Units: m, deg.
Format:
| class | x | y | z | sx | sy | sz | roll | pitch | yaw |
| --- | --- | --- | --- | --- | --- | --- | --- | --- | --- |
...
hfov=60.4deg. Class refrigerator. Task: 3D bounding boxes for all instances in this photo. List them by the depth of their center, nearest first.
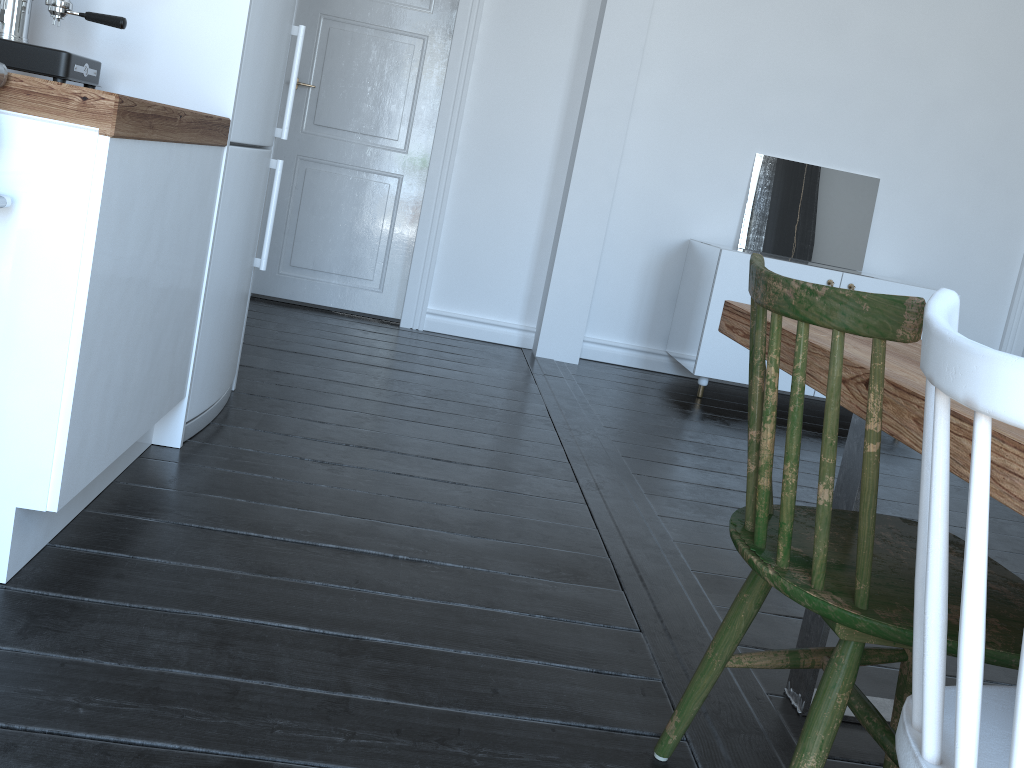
| class | x | y | z | sx | sy | sz | roll | pitch | yaw |
| --- | --- | --- | --- | --- | --- | --- | --- | --- | --- |
| refrigerator | -1.021 | -0.823 | 2.514 | 0.680 | 1.777 | 0.586 | 10 | 7 | -6 |

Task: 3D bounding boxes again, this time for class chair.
| class | x | y | z | sx | sy | sz | roll | pitch | yaw |
| --- | --- | --- | --- | --- | --- | --- | --- | --- | --- |
| chair | 0.527 | 0.388 | 0.735 | 0.508 | 0.830 | 0.475 | 10 | 8 | -6 |
| chair | 0.505 | 0.278 | 1.223 | 0.484 | 0.816 | 0.476 | 10 | 8 | -8 |

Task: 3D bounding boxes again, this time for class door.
| class | x | y | z | sx | sy | sz | roll | pitch | yaw |
| --- | --- | --- | --- | --- | --- | --- | --- | --- | --- |
| door | -0.742 | -1.568 | 4.462 | 1.039 | 2.441 | 0.118 | 10 | 7 | -6 |
| door | 3.418 | -0.851 | 4.884 | 1.167 | 2.441 | 0.118 | 10 | 7 | -6 |

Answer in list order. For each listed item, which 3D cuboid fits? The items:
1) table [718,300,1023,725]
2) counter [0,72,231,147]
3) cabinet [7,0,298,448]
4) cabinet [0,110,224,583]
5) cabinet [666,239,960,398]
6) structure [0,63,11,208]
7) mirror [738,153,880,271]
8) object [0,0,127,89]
| class | x | y | z | sx | sy | sz | roll | pitch | yaw |
| --- | --- | --- | --- | --- | --- | --- | --- | --- | --- |
| table | 0.922 | 0.541 | 0.686 | 1.015 | 0.704 | 2.274 | 10 | 12 | -7 |
| counter | -1.015 | -0.329 | 0.666 | 0.844 | 0.072 | 3.166 | 10 | 13 | -7 |
| cabinet | -1.004 | -0.746 | 0.946 | 0.779 | 2.332 | 3.865 | 11 | 11 | -3 |
| cabinet | -1.156 | 0.076 | 0.716 | 0.729 | 0.800 | 3.242 | 11 | 13 | 1 |
| cabinet | 1.482 | -0.242 | 4.466 | 1.198 | 0.725 | 0.601 | 10 | 9 | -6 |
| structure | -1.172 | -0.122 | 1.102 | 0.720 | 1.005 | 0.713 | 10 | 9 | -6 |
| mirror | 1.579 | -0.908 | 4.677 | 0.694 | 0.496 | 0.055 | 10 | 7 | -6 |
| object | -0.984 | -0.844 | 1.928 | 0.352 | 0.365 | 0.209 | 10 | 8 | -6 |
